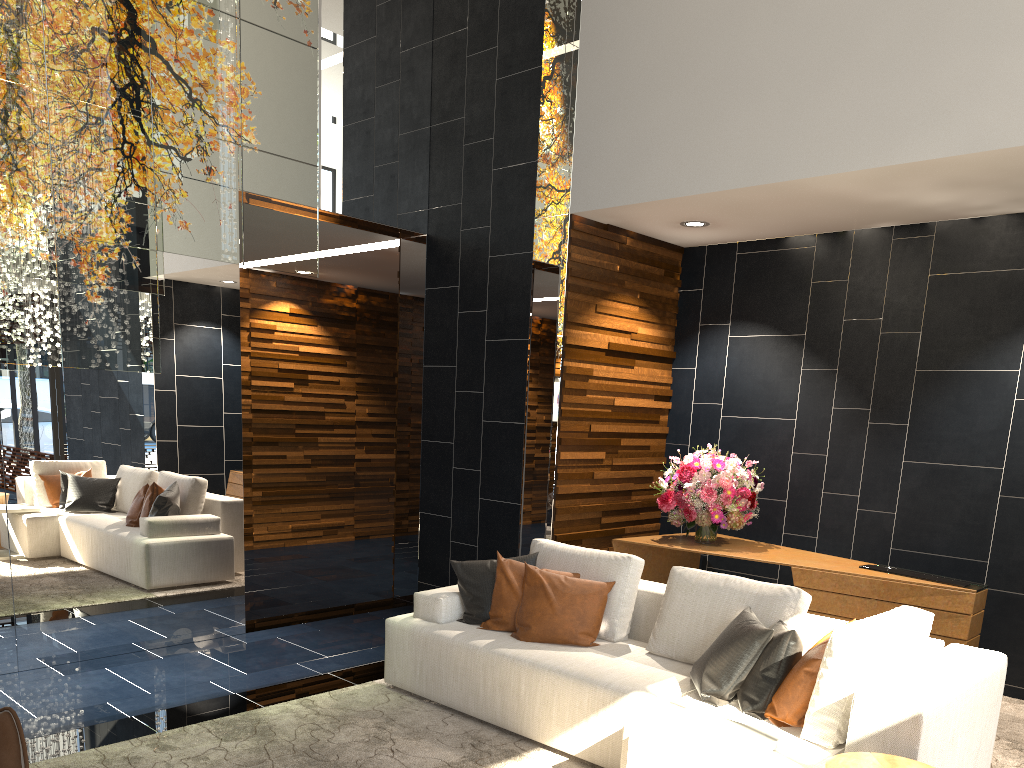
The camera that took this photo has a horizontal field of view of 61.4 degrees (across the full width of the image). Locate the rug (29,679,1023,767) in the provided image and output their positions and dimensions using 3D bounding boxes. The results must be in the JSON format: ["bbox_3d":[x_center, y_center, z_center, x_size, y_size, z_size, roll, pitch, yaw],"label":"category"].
[{"bbox_3d":[0.263,1.727,3.780,3.159,0.006,5.868,1,-2,43],"label":"rug"}]

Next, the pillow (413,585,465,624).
[{"bbox_3d":[-0.275,1.224,4.894,0.236,0.155,0.619,5,0,38],"label":"pillow"}]

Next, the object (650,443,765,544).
[{"bbox_3d":[1.331,0.738,5.806,0.651,0.697,0.681,6,6,34],"label":"object"}]

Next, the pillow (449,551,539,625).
[{"bbox_3d":[-0.076,1.103,4.679,0.554,0.429,0.246,3,8,1],"label":"pillow"}]

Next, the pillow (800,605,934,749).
[{"bbox_3d":[1.384,1.113,3.332,0.707,0.472,0.213,0,8,-45],"label":"pillow"}]

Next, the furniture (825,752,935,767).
[{"bbox_3d":[1.159,1.473,2.706,0.393,0.537,0.380,1,7,-12],"label":"furniture"}]

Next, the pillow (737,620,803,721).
[{"bbox_3d":[1.078,1.162,3.585,0.254,0.425,0.542,4,4,11],"label":"pillow"}]

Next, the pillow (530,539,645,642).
[{"bbox_3d":[0.356,1.101,4.662,0.707,0.466,0.244,5,8,42],"label":"pillow"}]

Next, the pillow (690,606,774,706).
[{"bbox_3d":[0.939,1.161,3.700,0.299,0.375,0.493,3,3,3],"label":"pillow"}]

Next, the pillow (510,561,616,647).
[{"bbox_3d":[0.253,1.133,4.399,0.518,0.427,0.260,4,8,13],"label":"pillow"}]

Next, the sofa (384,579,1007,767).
[{"bbox_3d":[0.576,1.397,4.108,2.802,0.703,1.282,2,0,43],"label":"sofa"}]

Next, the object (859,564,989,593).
[{"bbox_3d":[2.363,1.104,4.939,0.240,0.027,0.696,4,-2,-37],"label":"object"}]

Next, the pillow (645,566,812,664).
[{"bbox_3d":[1.008,1.121,4.064,0.706,0.450,0.287,5,7,43],"label":"pillow"}]

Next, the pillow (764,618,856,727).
[{"bbox_3d":[1.194,1.149,3.419,0.263,0.425,0.515,9,7,39],"label":"pillow"}]

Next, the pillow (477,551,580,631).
[{"bbox_3d":[0.099,1.105,4.551,0.548,0.445,0.235,3,8,8],"label":"pillow"}]

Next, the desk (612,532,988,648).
[{"bbox_3d":[1.807,1.477,5.545,2.205,0.772,0.982,3,2,43],"label":"desk"}]

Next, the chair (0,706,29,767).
[{"bbox_3d":[-1.862,1.110,2.490,0.789,0.959,0.654,1,7,-19],"label":"chair"}]

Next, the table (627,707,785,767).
[{"bbox_3d":[0.690,1.489,3.138,0.392,0.480,0.396,8,8,43],"label":"table"}]
